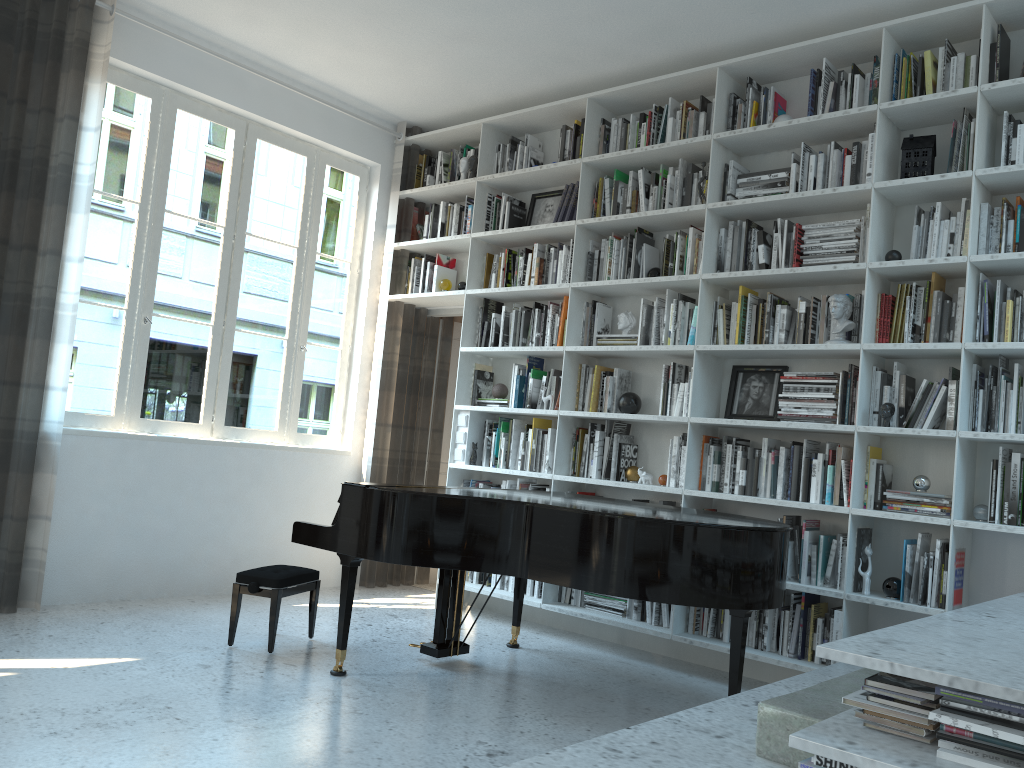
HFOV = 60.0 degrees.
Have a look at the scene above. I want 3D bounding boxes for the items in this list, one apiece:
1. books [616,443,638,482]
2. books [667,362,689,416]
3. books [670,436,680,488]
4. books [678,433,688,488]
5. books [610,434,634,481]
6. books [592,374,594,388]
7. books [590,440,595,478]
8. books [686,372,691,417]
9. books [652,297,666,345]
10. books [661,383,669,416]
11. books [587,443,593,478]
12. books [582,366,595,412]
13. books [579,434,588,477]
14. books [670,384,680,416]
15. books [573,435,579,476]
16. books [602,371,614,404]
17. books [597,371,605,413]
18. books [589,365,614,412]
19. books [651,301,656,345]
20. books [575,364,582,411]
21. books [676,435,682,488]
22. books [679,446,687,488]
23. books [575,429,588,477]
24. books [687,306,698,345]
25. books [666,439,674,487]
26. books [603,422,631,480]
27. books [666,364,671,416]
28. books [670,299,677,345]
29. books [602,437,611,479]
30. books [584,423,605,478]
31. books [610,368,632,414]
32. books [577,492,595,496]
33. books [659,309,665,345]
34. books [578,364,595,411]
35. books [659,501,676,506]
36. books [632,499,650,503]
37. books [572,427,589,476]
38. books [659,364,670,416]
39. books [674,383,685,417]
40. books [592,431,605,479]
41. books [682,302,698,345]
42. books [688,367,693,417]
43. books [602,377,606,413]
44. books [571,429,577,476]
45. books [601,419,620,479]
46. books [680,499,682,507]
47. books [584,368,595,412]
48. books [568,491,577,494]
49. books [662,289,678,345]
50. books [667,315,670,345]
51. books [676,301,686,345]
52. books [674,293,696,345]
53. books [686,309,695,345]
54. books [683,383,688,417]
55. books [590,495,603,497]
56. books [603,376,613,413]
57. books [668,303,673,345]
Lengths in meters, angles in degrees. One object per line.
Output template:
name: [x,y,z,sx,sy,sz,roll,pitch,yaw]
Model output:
books: [0.643,0.441,4.962,0.023,0.212,0.160,2,-5,41]
books: [0.897,0.040,4.798,0.012,0.298,0.166,2,-5,41]
books: [0.904,0.418,4.724,0.027,0.269,0.159,2,-5,41]
books: [0.934,0.409,4.712,0.014,0.290,0.132,2,-5,41]
books: [0.617,0.414,4.968,0.027,0.261,0.163,2,-5,41]
books: [0.514,0.064,5.124,0.025,0.228,0.153,2,-5,41]
books: [0.511,0.434,5.063,0.021,0.215,0.172,2,-5,41]
books: [0.977,0.068,4.704,0.012,0.244,0.171,2,-5,41]
books: [0.831,-0.323,4.889,0.012,0.286,0.167,2,-5,41]
books: [0.864,0.094,4.808,0.025,0.186,0.154,2,-5,41]
books: [0.495,0.444,5.081,0.024,0.196,0.157,2,-5,41]
books: [0.472,0.040,5.168,0.026,0.275,0.154,2,-5,41]
books: [0.460,0.417,5.111,0.042,0.248,0.163,2,-5,41]
books: [0.912,0.099,4.785,0.030,0.182,0.154,2,-5,41]
books: [0.424,0.420,5.142,0.030,0.239,0.157,2,-5,41]
books: [0.576,0.058,5.092,0.028,0.247,0.142,2,-5,41]
books: [0.549,0.058,5.093,0.014,0.243,0.153,2,-5,41]
books: [0.522,0.039,5.092,0.026,0.274,0.190,2,-5,41]
books: [0.825,-0.312,4.908,0.022,0.267,0.151,2,-5,41]
books: [0.434,0.035,5.209,0.012,0.285,0.159,2,-5,41]
books: [0.927,0.416,4.722,0.010,0.277,0.155,2,-5,41]
books: [0.941,0.444,4.689,0.029,0.220,0.153,2,-5,41]
books: [0.436,0.403,5.123,0.012,0.272,0.181,2,-5,41]
books: [1.010,-0.289,4.728,0.060,0.227,0.179,2,-5,41]
books: [0.884,0.426,4.754,0.012,0.254,0.161,2,-5,41]
books: [0.593,0.380,4.997,0.050,0.328,0.166,2,-5,41]
books: [0.890,0.044,4.808,0.011,0.291,0.156,2,-5,41]
books: [0.918,-0.311,4.802,0.012,0.265,0.193,2,-5,41]
books: [0.570,0.425,5.032,0.028,0.240,0.136,2,-5,41]
books: [0.483,0.385,5.094,0.014,0.313,0.166,2,-5,41]
books: [0.621,0.049,5.042,0.028,0.265,0.144,2,-5,41]
books: [0.416,0.768,5.113,0.013,0.287,0.161,2,-5,41]
books: [0.862,-0.290,4.879,0.048,0.224,0.149,2,-5,41]
books: [0.450,0.035,5.182,0.025,0.284,0.145,2,-5,41]
books: [0.825,0.777,4.770,0.025,0.294,0.134,2,-5,41]
books: [0.696,0.777,4.869,0.012,0.285,0.159,2,-5,41]
books: [0.412,0.398,5.160,0.013,0.283,0.146,2,-5,41]
books: [0.857,0.045,4.826,0.012,0.285,0.159,2,-5,41]
books: [0.935,0.095,4.746,0.057,0.188,0.156,2,-5,41]
books: [0.529,0.408,5.047,0.027,0.269,0.185,2,-5,41]
books: [0.976,-0.301,4.790,0.022,0.256,0.152,2,-5,41]
books: [0.997,0.057,4.697,0.027,0.269,0.178,2,-5,41]
books: [0.575,0.076,5.063,0.011,0.207,0.180,2,-5,41]
books: [0.408,0.403,5.176,0.013,0.275,0.147,2,-5,41]
books: [0.564,0.377,5.055,0.013,0.338,0.138,2,-5,41]
books: [0.924,0.765,4.655,0.013,0.320,0.174,2,-5,41]
books: [0.490,0.046,5.142,0.036,0.263,0.166,2,-5,41]
books: [0.365,0.769,5.162,0.012,0.285,0.159,2,-5,41]
books: [0.883,-0.342,4.857,0.010,0.329,0.173,2,-5,41]
books: [0.899,-0.270,4.852,0.025,0.189,0.140,2,-5,41]
books: [0.946,-0.306,4.790,0.023,0.259,0.170,2,-5,41]
books: [0.934,-0.327,4.802,0.011,0.300,0.178,2,-5,41]
books: [0.992,-0.283,4.774,0.026,0.219,0.150,2,-5,41]
books: [0.968,0.097,4.723,0.024,0.188,0.172,2,-5,41]
books: [0.460,0.777,5.084,0.026,0.273,0.146,2,-5,41]
books: [0.588,0.072,5.048,0.028,0.216,0.175,2,-5,41]
books: [0.909,-0.301,4.822,0.028,0.247,0.170,2,-5,41]
